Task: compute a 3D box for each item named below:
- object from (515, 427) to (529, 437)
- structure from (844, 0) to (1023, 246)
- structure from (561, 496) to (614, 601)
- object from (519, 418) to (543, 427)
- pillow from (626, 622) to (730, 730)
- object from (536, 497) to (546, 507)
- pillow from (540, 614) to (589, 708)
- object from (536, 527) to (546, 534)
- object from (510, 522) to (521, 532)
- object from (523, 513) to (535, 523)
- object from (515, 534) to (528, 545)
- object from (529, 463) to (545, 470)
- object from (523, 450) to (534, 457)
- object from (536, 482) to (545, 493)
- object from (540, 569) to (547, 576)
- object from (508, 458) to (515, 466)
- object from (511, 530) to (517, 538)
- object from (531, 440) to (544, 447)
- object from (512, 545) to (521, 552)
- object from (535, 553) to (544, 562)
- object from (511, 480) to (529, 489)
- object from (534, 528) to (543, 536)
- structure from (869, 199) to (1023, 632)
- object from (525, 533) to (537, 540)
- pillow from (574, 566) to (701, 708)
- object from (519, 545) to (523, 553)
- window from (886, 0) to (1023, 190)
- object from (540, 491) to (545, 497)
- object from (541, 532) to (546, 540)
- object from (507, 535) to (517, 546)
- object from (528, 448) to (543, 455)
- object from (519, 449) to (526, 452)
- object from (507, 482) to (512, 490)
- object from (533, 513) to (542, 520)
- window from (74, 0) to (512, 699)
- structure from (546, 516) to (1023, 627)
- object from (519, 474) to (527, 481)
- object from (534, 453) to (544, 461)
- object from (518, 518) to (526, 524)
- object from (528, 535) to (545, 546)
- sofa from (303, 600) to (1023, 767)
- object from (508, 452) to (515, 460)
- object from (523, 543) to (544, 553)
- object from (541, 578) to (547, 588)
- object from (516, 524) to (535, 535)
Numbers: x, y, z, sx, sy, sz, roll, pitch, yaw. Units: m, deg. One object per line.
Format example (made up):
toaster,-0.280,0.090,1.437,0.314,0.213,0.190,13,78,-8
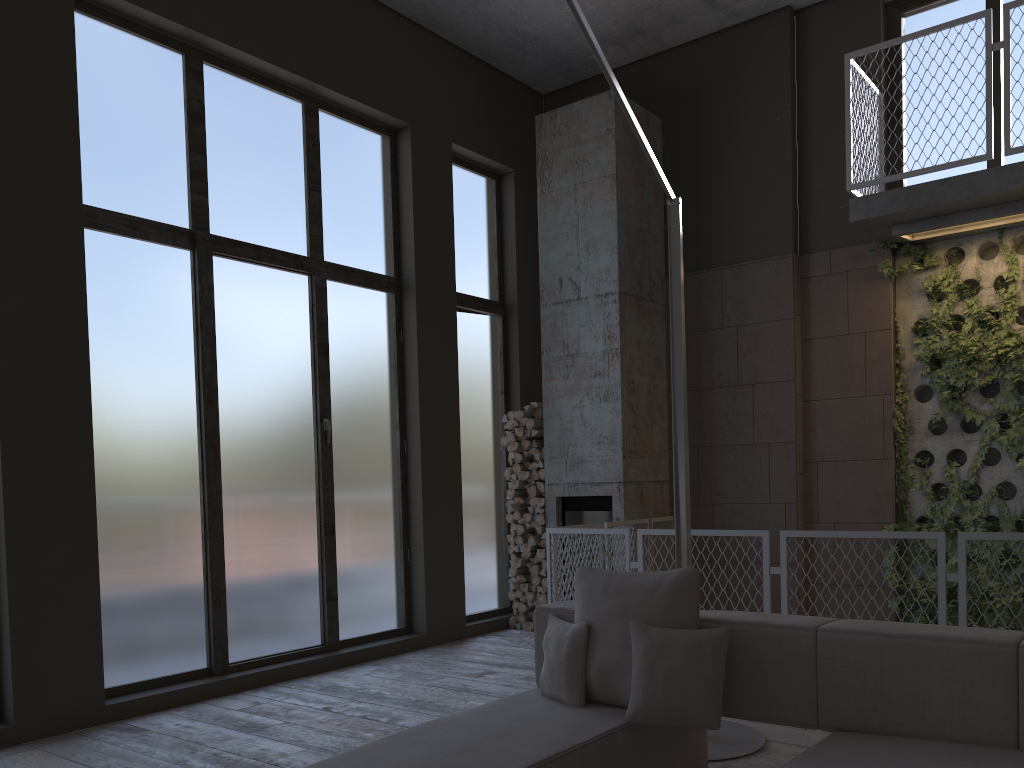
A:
object,0.209,0.450,8.050,0.094,0.083,0.480,-4,-6,37
structure,3.611,-0.322,4.759,3.694,4.316,3.032,-3,-1,38
structure,0.694,1.433,7.621,0.577,0.928,0.056,-2,1,38
object,0.215,0.357,7.997,0.104,0.084,0.363,-4,-6,37
pillow,0.604,1.060,3.193,0.377,0.373,0.169,-2,0,11
object,0.397,1.070,7.977,0.094,0.083,0.480,-4,-6,37
pillow,0.214,1.141,3.591,0.151,0.376,0.370,-2,-2,-19
object,0.363,1.336,8.017,0.067,0.085,0.425,-2,-6,35
object,0.114,1.336,8.183,0.101,0.102,0.293,-3,-5,39
object,0.271,1.221,8.063,0.091,0.089,0.456,-3,-6,36
object,0.193,1.440,8.167,0.092,0.093,0.437,-3,-6,37
object,0.325,0.763,8.045,0.115,0.079,0.435,-4,-7,37
object,0.229,0.636,8.070,0.064,0.074,0.360,-3,-6,36
object,0.361,0.937,7.954,0.089,0.108,0.365,-3,-5,37
object,0.401,1.701,8.017,0.071,0.072,0.423,-3,-6,37
object,0.060,0.718,8.084,0.045,0.072,0.251,-2,-5,37
object,0.079,1.377,8.107,0.045,0.072,0.251,-2,-5,37
object,0.325,0.549,8.020,0.067,0.071,0.423,-3,-6,37
object,0.156,1.522,8.191,0.067,0.067,0.423,-3,-6,37
object,0.375,1.565,8.046,0.091,0.089,0.456,-3,-6,37
object,0.171,0.924,8.090,0.094,0.083,0.480,-4,-6,37
object,0.335,1.358,8.128,0.104,0.102,0.292,-3,-6,37
structure,3.848,0.386,6.024,2.634,3.823,1.001,-2,1,38
object,0.270,1.419,8.139,0.101,0.086,0.363,-4,-6,37
pillow,0.461,0.988,3.430,0.565,0.557,0.220,-4,-1,40
object,0.220,1.516,8.142,0.067,0.067,0.423,-3,-6,37
window,4.378,-2.249,5.805,3.580,1.749,0.109,-5,-1,38
object,0.388,0.991,8.023,0.101,0.086,0.363,-4,-6,37
object,0.407,1.362,7.984,0.067,0.085,0.425,-2,-6,35
object,0.095,1.451,8.189,0.089,0.108,0.365,-3,-5,37
object,0.307,0.613,8.003,0.122,0.067,0.364,-5,-7,39
object,0.165,0.601,8.085,0.089,0.056,0.333,-5,-7,37
object,0.113,0.941,8.138,0.067,0.067,0.423,-3,-6,37
object,0.344,1.207,8.043,0.067,0.071,0.423,-3,-6,37
window,-2.844,-0.231,4.714,0.209,4.163,9.216,0,-3,36
structure,2.592,1.376,5.747,4.446,0.933,1.928,-6,-7,38
object,0.236,0.847,8.065,0.115,0.079,0.435,-4,-7,37
object,0.344,0.677,7.993,0.067,0.085,0.425,-2,-6,35
object,0.183,1.259,8.108,0.089,0.056,0.333,-5,-7,37
object,0.317,1.427,8.036,0.091,0.089,0.455,-3,-6,39
sofa,0.559,1.139,2.029,3.009,0.784,3.014,-6,-8,38
object,0.096,0.677,8.160,0.101,0.102,0.293,-3,-5,39
object,0.278,1.499,8.093,0.094,0.083,0.480,-4,-6,37
object,0.431,1.795,8.011,0.092,0.092,0.437,-3,-6,37
object,0.162,1.333,8.090,0.099,0.107,0.294,-3,-5,39
